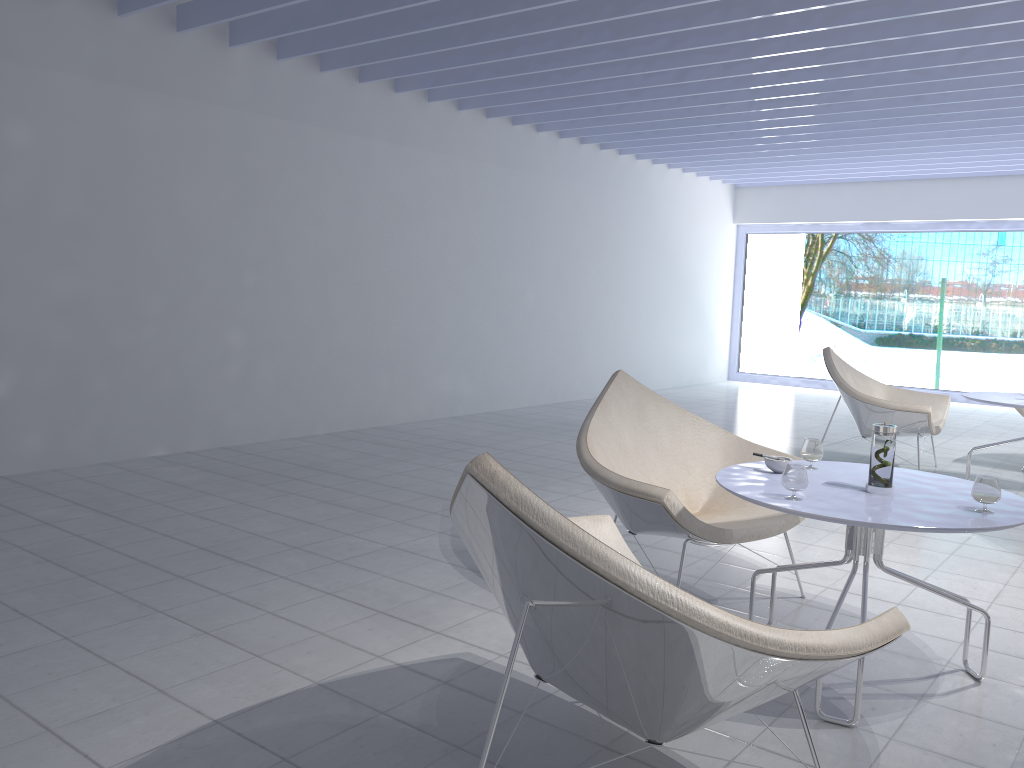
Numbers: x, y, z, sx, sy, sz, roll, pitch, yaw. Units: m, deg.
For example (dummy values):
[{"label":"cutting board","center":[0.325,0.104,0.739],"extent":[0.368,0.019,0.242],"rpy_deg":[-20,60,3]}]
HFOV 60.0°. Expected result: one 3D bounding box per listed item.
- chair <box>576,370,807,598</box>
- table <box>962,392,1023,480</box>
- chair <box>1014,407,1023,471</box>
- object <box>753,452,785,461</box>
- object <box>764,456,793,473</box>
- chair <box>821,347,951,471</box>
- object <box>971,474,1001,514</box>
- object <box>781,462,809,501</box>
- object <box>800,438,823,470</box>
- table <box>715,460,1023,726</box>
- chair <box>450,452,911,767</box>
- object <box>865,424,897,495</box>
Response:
[{"label":"chair","center":[0.592,0.355,3.199],"extent":[0.906,0.759,0.753],"rpy_deg":[-2,7,-35]},{"label":"table","center":[3.039,0.359,5.133],"extent":[0.825,0.534,0.823],"rpy_deg":[5,7,29]},{"label":"chair","center":[3.831,0.209,5.756],"extent":[0.753,0.759,0.906],"rpy_deg":[-3,8,-42]},{"label":"object","center":[0.775,0.220,2.672],"extent":[0.098,0.016,0.012],"rpy_deg":[7,7,37]},{"label":"object","center":[0.796,0.243,2.651],"extent":[0.082,0.043,0.082],"rpy_deg":[7,8,39]},{"label":"chair","center":[2.351,0.159,5.713],"extent":[0.753,0.759,0.906],"rpy_deg":[6,7,33]},{"label":"object","center":[1.197,0.277,2.238],"extent":[0.068,0.091,0.068],"rpy_deg":[5,7,27]},{"label":"object","center":[0.734,0.253,2.302],"extent":[0.068,0.091,0.068],"rpy_deg":[5,7,27]},{"label":"object","center":[0.925,0.215,2.737],"extent":[0.068,0.091,0.068],"rpy_deg":[5,7,27]},{"label":"table","center":[0.979,0.557,2.497],"extent":[0.825,0.534,0.823],"rpy_deg":[4,6,15]},{"label":"chair","center":[0.200,0.486,1.804],"extent":[0.753,0.759,0.906],"rpy_deg":[-2,7,-37]},{"label":"object","center":[1.009,0.204,2.418],"extent":[0.075,0.185,0.075],"rpy_deg":[2,6,1]}]
